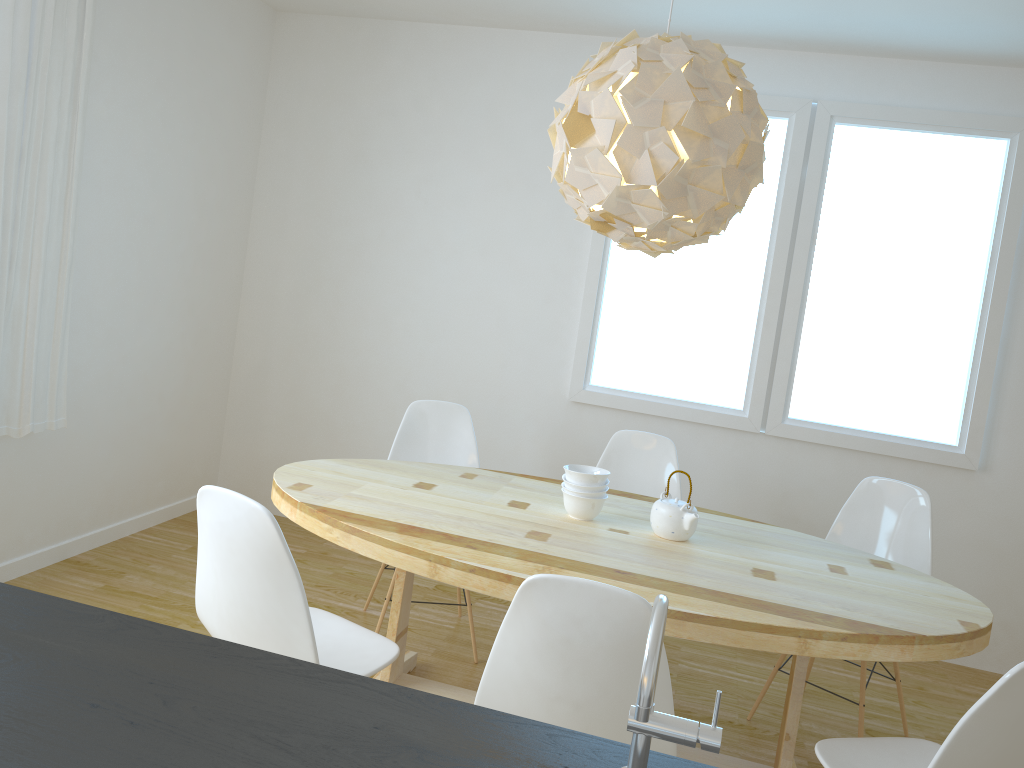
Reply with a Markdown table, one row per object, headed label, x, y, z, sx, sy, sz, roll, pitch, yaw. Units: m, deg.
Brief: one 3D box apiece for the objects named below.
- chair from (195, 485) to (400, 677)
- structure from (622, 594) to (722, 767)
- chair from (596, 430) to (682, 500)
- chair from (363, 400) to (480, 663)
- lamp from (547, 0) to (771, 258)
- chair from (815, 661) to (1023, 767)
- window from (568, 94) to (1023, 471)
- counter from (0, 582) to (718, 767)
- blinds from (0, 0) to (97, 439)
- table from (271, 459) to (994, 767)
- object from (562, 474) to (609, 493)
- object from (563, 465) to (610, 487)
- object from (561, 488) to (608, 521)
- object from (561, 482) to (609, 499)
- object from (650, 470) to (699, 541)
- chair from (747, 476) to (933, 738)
| label | x | y | z | sx | sy | sz | roll | pitch | yaw |
| --- | --- | --- | --- | --- | --- | --- | --- | --- | --- |
| chair | -0.535 | 0.676 | 2.188 | 0.432 | 0.898 | 0.522 | 11 | 5 | 33 |
| structure | 0.160 | 0.317 | 0.858 | 0.097 | 0.214 | 0.162 | 9 | 4 | 13 |
| chair | 0.435 | 0.665 | 3.478 | 0.431 | 0.898 | 0.524 | 9 | 4 | 13 |
| chair | -0.318 | 0.551 | 3.530 | 0.429 | 0.898 | 0.526 | 7 | 4 | -12 |
| lamp | 0.464 | -0.937 | 2.605 | 0.640 | 1.131 | 0.648 | 9 | 4 | 12 |
| chair | 0.920 | 0.915 | 1.930 | 0.429 | 0.898 | 0.526 | 7 | 4 | -17 |
| window | 0.985 | -0.210 | 2.998 | 1.884 | 2.045 | 2.555 | 9 | 5 | 13 |
| counter | -0.228 | 0.401 | 0.772 | 2.405 | 0.040 | 0.602 | 10 | 7 | 13 |
| blinds | -1.728 | -0.851 | 3.101 | 0.150 | 2.152 | 0.796 | 9 | 4 | 13 |
| table | 0.237 | 0.809 | 2.752 | 2.194 | 0.722 | 1.197 | 9 | 6 | 11 |
| object | 0.230 | 0.341 | 2.835 | 0.152 | 0.095 | 0.150 | 11 | 6 | 29 |
| object | 0.234 | 0.313 | 2.836 | 0.153 | 0.087 | 0.151 | 13 | 8 | 41 |
| object | 0.228 | 0.388 | 2.842 | 0.151 | 0.082 | 0.153 | 4 | 7 | -38 |
| object | 0.228 | 0.365 | 2.839 | 0.151 | 0.092 | 0.153 | 4 | 7 | -38 |
| object | 0.509 | 0.374 | 2.748 | 0.147 | 0.211 | 0.178 | 9 | 5 | 12 |
| chair | 1.237 | 0.809 | 3.221 | 0.432 | 0.898 | 0.522 | 12 | 5 | 43 |
